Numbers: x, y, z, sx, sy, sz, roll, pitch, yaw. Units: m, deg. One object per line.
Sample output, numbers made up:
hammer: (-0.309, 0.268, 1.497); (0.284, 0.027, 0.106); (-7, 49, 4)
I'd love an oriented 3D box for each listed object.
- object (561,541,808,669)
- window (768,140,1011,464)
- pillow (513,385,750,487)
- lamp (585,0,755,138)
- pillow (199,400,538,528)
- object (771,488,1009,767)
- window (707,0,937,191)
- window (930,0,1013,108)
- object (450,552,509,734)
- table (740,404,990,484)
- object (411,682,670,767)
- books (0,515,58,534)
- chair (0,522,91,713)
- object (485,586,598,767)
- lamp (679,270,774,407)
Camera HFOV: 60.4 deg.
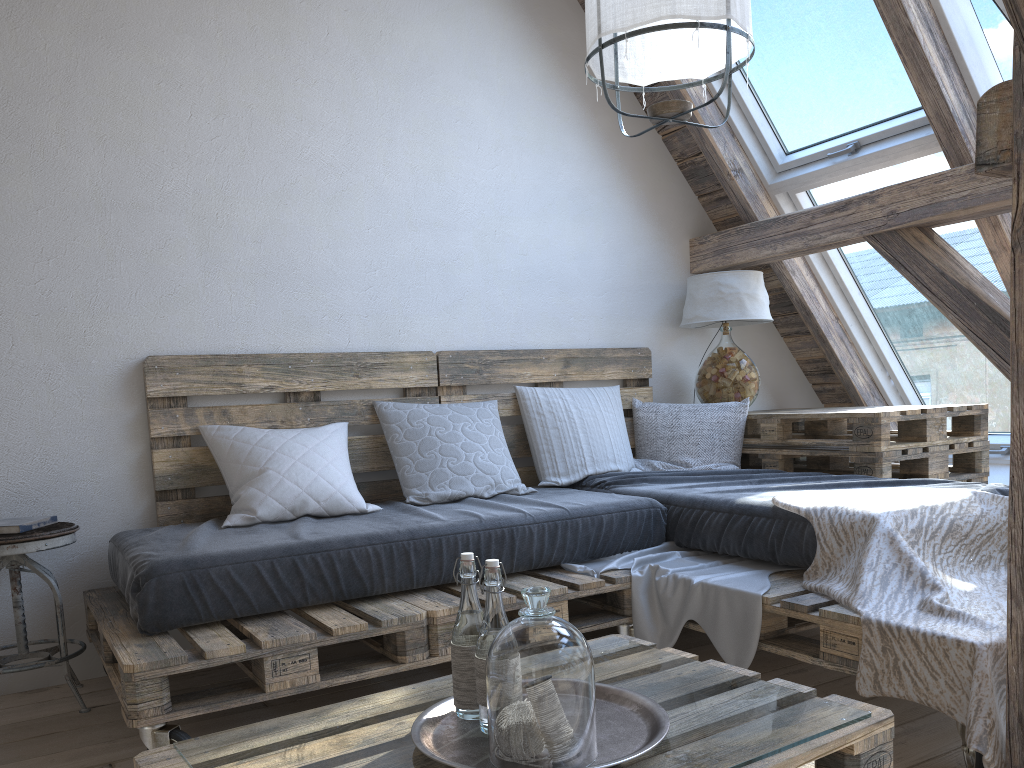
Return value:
object: (0.542, 0.645, 2.631); (0.708, 0.279, 0.501); (-3, 0, 44)
window: (1.762, -0.273, 3.590); (1.091, 1.289, 0.852); (-5, 4, -30)
pillow: (0.483, 0.184, 3.546); (0.966, 0.403, 0.384); (-3, 3, -14)
lamp: (0.343, -1.392, 2.040); (0.400, 1.533, 0.402); (-2, 6, 11)
pillow: (-0.447, 0.234, 2.970); (1.125, 0.358, 0.350); (-3, 2, -30)
object: (1.159, 0.520, 2.098); (0.810, 0.478, 1.003); (-3, 0, -1)
window: (0.846, -1.435, 2.965); (1.091, 1.289, 0.852); (-5, 4, -30)
window: (1.352, -1.475, 2.198); (1.344, 1.289, 0.852); (-4, 4, -30)
object: (-0.045, 0.405, 1.395); (0.071, 0.270, 0.153); (-6, 5, -30)
table: (1.324, 0.461, 3.695); (0.671, 0.708, 1.014); (-4, 2, -30)
object: (0.043, 0.528, 1.353); (0.394, 0.022, 0.393); (-3, -1, -11)
books: (-1.386, 0.392, 2.441); (0.150, 0.021, 0.203); (-3, -1, -1)
chair: (-1.390, 0.665, 2.484); (0.352, 0.526, 0.352); (-5, 4, -27)
object: (0.039, 0.410, 1.254); (0.156, 0.249, 0.154); (-1, 5, 28)
lamp: (0.779, 0.198, 3.943); (0.822, 1.297, 0.386); (1, 7, 45)
